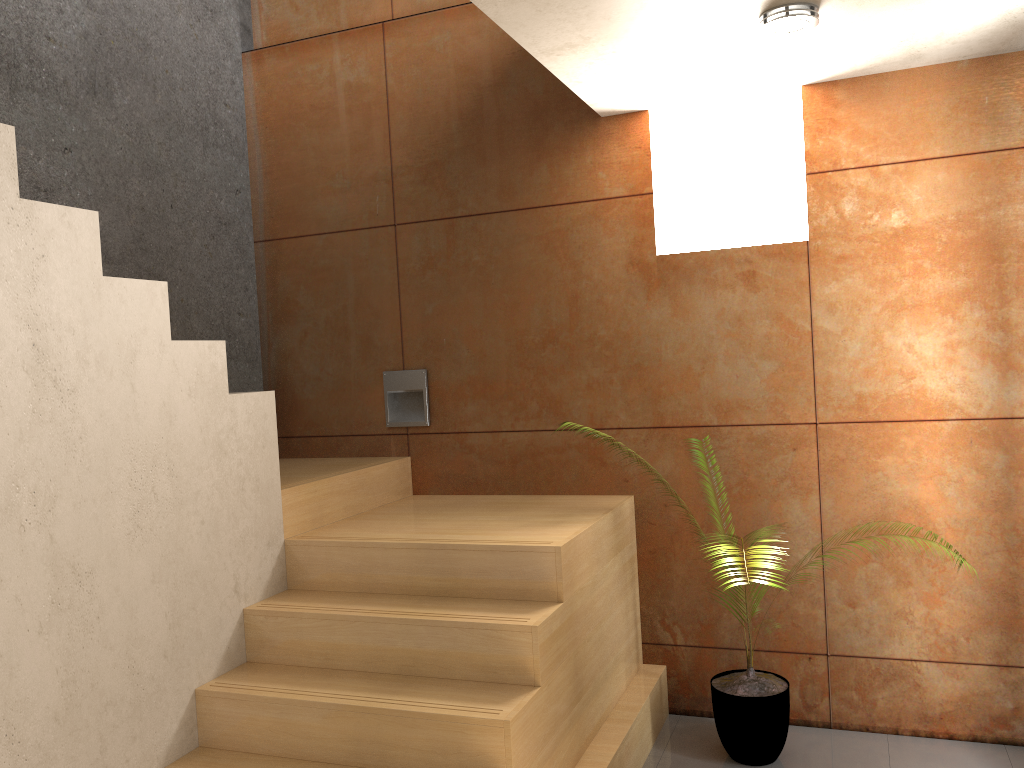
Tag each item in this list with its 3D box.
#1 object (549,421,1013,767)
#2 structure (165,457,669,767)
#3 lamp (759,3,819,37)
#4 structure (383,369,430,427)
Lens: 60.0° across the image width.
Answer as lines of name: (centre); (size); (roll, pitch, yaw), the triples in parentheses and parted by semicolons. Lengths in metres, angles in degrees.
object: (-0.462, 0.972, 1.043); (4.200, 1.455, 6.200); (-3, 2, 21)
structure: (-0.710, 0.938, 2.962); (1.950, 1.110, 2.400); (-3, 2, 21)
lamp: (0.840, -1.104, 2.691); (0.173, 0.044, 0.173); (-3, 2, 26)
structure: (-0.477, 0.066, 4.149); (0.220, 0.260, 0.096); (-3, 2, 21)
